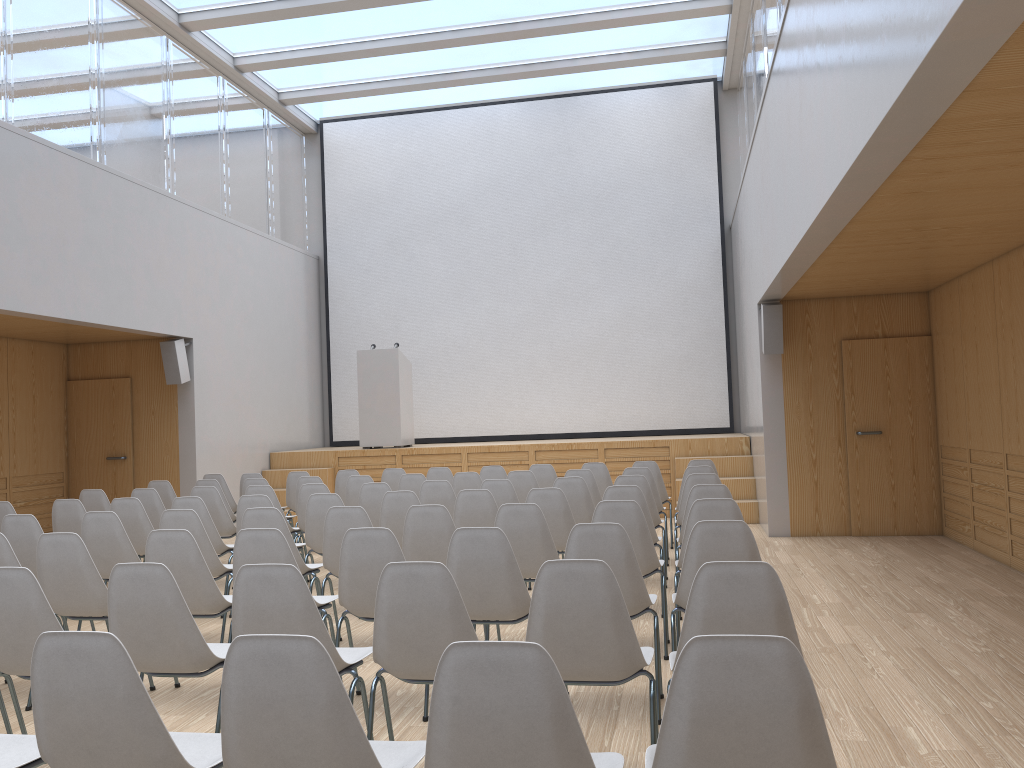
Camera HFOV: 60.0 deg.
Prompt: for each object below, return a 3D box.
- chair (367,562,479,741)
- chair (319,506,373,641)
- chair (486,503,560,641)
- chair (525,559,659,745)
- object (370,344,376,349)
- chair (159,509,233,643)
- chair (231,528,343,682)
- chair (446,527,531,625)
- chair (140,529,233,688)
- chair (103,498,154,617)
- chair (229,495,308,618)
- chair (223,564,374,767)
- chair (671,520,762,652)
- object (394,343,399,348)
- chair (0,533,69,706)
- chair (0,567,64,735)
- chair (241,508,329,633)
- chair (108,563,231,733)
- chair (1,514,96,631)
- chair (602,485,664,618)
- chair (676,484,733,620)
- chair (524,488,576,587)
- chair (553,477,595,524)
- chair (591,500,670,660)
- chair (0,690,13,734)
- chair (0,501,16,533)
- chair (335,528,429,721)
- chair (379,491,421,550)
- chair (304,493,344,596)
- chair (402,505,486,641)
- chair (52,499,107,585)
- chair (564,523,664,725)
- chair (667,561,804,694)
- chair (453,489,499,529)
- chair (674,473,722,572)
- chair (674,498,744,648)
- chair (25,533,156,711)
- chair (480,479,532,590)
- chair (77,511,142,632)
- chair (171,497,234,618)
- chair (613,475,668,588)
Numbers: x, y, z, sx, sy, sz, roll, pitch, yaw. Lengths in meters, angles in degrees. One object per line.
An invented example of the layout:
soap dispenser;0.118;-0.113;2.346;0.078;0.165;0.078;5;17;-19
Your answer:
chair;-0.264;1.044;3.220;0.479;0.876;0.505;-3;-2;11
chair;-0.900;1.154;5.377;0.479;0.876;0.505;-3;-2;11
chair;0.103;1.106;5.144;0.479;0.876;0.505;-3;-2;11
chair;0.269;1.020;3.136;0.479;0.876;0.505;-3;-2;11
object;-1.973;-0.422;12.545;0.166;0.305;0.252;-2;-2;-17
chair;-1.957;1.205;5.609;0.479;0.876;0.505;-3;-2;11
chair;-1.125;1.125;4.403;0.479;0.876;0.505;-3;-2;11
chair;-0.084;1.073;4.120;0.479;0.876;0.505;-3;-2;11
chair;-1.590;1.147;4.510;0.479;0.876;0.505;-3;-2;11
chair;-2.781;1.283;6.756;0.479;0.876;0.505;-3;-2;11
chair;-1.774;1.235;6.543;0.479;0.876;0.505;-3;-2;11
chair;-0.781;1.067;3.299;0.479;0.876;0.505;-3;-2;11
chair;0.959;1.028;4.031;0.479;0.876;0.505;-3;-2;11
object;-1.632;-0.438;12.479;0.166;0.305;0.252;-2;-2;-17
chair;-2.602;1.195;4.715;0.479;0.876;0.505;-3;-2;11
chair;-1.792;1.114;3.472;0.479;0.876;0.505;-3;-2;11
chair;-1.423;1.180;5.496;0.479;0.876;0.505;-3;-2;11
chair;-1.287;1.093;3.444;0.479;0.876;0.505;-3;-2;11
chair;-2.974;1.248;5.692;0.479;0.876;0.505;-3;-2;11
chair;0.798;1.117;6.098;0.479;0.876;0.505;-3;-2;11
chair;1.333;1.089;5.925;0.479;0.876;0.505;-3;-2;11
chair;0.289;1.139;6.147;0.479;0.876;0.505;-3;-2;11
chair;0.512;1.169;7.142;0.479;0.876;0.505;-3;-2;11
chair;0.644;1.083;5.100;0.479;0.876;0.505;-3;-2;11
chair;-2.331;1.141;3.616;0.479;0.876;0.505;-3;-2;11
chair;-3.814;1.329;6.913;0.479;0.876;0.505;-3;-2;11
chair;-0.588;1.098;4.258;0.479;0.876;0.505;-3;-2;11
chair;-0.716;1.187;6.388;0.479;0.876;0.505;-3;-2;11
chair;-1.249;1.209;6.421;0.479;0.876;0.505;-3;-2;11
chair;-0.418;1.131;5.265;0.479;0.876;0.505;-3;-2;11
chair;-3.268;1.306;6.868;0.479;0.876;0.505;-3;-2;11
chair;0.438;1.052;4.103;0.479;0.876;0.505;-3;-2;11
chair;0.760;0.995;2.982;0.479;0.876;0.505;-3;-2;11
chair;-0.192;1.162;6.259;0.479;0.876;0.505;-3;-2;11
chair;1.509;1.123;6.951;0.479;0.876;0.505;-3;-2;11
chair;1.150;1.059;4.984;0.479;0.876;0.505;-3;-2;11
chair;-2.147;1.171;4.558;0.479;0.876;0.505;-3;-2;11
chair;-0.059;1.194;7.210;0.479;0.876;0.505;-3;-2;11
chair;-2.469;1.228;5.678;0.479;0.876;0.505;-3;-2;11
chair;-2.274;1.257;6.618;0.479;0.876;0.505;-3;-2;11
chair;0.982;1.148;7.080;0.479;0.876;0.505;-3;-2;11
